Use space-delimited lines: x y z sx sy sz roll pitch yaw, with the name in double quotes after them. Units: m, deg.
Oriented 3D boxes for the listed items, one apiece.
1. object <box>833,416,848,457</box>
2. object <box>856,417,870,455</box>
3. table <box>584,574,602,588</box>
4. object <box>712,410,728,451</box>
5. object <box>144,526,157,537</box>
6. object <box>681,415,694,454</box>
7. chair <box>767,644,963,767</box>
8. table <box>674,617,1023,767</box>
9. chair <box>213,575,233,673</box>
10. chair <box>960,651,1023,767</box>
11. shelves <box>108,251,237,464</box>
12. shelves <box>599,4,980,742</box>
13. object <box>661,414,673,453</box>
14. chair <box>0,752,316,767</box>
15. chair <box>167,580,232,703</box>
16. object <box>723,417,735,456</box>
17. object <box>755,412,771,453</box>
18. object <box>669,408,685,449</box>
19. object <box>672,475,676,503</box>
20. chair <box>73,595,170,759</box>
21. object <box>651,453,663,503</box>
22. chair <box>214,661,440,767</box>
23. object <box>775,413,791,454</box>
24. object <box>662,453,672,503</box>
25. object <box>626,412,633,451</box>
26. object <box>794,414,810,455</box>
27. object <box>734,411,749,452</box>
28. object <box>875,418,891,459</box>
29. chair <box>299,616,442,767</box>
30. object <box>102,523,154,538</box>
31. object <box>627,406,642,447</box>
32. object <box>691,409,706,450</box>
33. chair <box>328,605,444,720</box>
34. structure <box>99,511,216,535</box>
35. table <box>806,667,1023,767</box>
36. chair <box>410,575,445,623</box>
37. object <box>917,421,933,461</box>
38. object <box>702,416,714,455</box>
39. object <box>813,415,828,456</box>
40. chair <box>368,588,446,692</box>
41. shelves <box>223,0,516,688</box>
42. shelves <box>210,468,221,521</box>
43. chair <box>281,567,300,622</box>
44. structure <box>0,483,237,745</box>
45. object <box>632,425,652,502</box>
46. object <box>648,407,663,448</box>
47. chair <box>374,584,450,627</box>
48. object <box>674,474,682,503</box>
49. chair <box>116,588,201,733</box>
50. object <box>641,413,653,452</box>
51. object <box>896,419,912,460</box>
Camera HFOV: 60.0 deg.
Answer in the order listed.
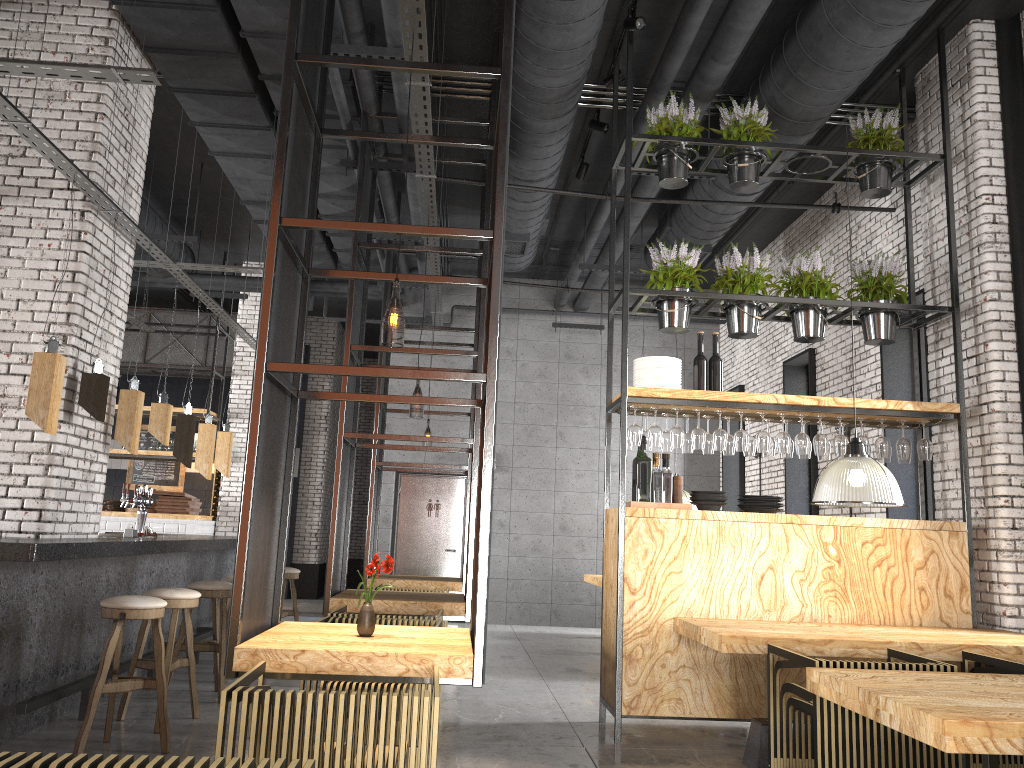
2.235 0.358 6.036 0.101 0.268 0.100 -5 -13 33 "object"
2.382 0.365 6.044 0.101 0.268 0.100 -3 -12 27 "object"
1.565 2.569 9.621 1.000 0.766 4.121 3 -10 -3 "table"
1.406 0.315 5.991 0.101 0.268 0.100 -5 -13 33 "object"
-3.012 1.227 7.396 0.091 0.091 0.177 8 -11 -28 "object"
1.240 0.355 6.264 0.101 0.268 0.100 -5 -13 33 "object"
1.637 1.659 4.201 0.657 0.733 0.636 3 -10 -3 "chair"
2.085 1.802 5.026 2.116 0.766 0.996 3 -10 -3 "table"
-2.180 1.971 7.226 0.438 0.809 0.479 5 -11 -14 "chair"
2.674 1.716 4.277 0.657 0.733 0.636 3 -10 -5 "chair"
-6.945 -0.574 12.417 5.676 3.078 0.595 3 -11 -3 "shelves"
1.876 -0.159 6.287 2.332 5.038 0.687 3 -11 -3 "shelves"
1.093 0.347 6.256 0.101 0.268 0.100 -5 -13 33 "object"
-0.734 1.095 1.501 0.657 0.733 0.636 3 -10 -4 "chair"
-2.157 1.813 6.298 0.479 0.809 0.438 13 -15 -43 "chair"
1.534 0.370 6.280 0.101 0.268 0.100 -5 -13 33 "object"
1.699 0.330 6.007 0.101 0.268 0.100 -5 -13 33 "object"
1.112 0.300 5.975 0.101 0.268 0.100 -5 -13 33 "object"
1.117 0.747 6.074 0.056 0.250 0.055 4 -11 -11 "object"
-2.092 1.563 4.825 0.480 0.809 0.438 8 -12 -29 "chair"
0.978 0.653 6.003 0.070 0.369 0.107 3 -11 -4 "object"
-0.586 1.342 2.901 0.657 0.733 0.636 3 -10 -5 "chair"
1.839 0.337 6.015 0.101 0.268 0.100 -5 -13 33 "object"
1.043 0.657 6.008 0.070 0.369 0.107 3 -11 -4 "object"
0.809 0.332 6.240 0.101 0.268 0.100 -5 -13 33 "object"
1.970 0.344 6.022 0.101 0.268 0.100 -5 -13 33 "object"
1.553 0.322 5.999 0.101 0.268 0.100 -5 -13 33 "object"
2.529 0.373 6.052 0.101 0.268 0.100 -3 -12 27 "object"
-0.730 1.640 4.673 0.657 0.733 0.636 3 -10 -1 "chair"
-2.874 1.087 6.592 0.200 0.106 0.764 3 -10 -3 "object"
0.827 0.285 5.960 0.101 0.268 0.100 -5 -13 33 "object"
1.259 0.307 5.983 0.101 0.268 0.100 -5 -13 33 "object"
-0.779 1.768 5.431 0.657 0.733 0.636 3 -10 -1 "chair"
-7.017 2.314 11.794 5.800 1.351 1.505 3 -10 -3 "structure"
2.218 1.452 2.955 2.116 0.766 0.996 3 -10 -3 "table"
-1.046 2.494 9.728 0.657 0.733 0.636 3 -10 -4 "chair"
2.823 0.388 6.069 0.101 0.268 0.100 -3 -12 27 "object"
1.387 0.362 6.272 0.101 0.268 0.100 -5 -13 33 "object"
2.097 0.351 6.029 0.101 0.268 0.100 -5 -13 33 "object"
-0.886 2.073 7.238 0.657 0.733 0.636 3 -10 -4 "chair"
-0.705 -0.501 6.770 1.003 4.383 6.125 3 -10 -3 "shelves"
-4.619 1.995 15.068 0.889 2.156 0.250 3 -11 -3 "shelves"
-2.297 2.268 8.983 0.438 0.809 0.479 10 -13 -34 "chair"
-4.632 1.477 6.925 4.310 1.539 5.855 3 -10 -3 "structure"
0.880 0.554 6.002 0.106 0.556 0.156 3 -11 -4 "object"
0.965 0.292 5.967 0.101 0.268 0.100 -5 -13 33 "object"
-0.913 2.198 7.970 0.657 0.733 0.636 3 -10 -2 "chair"
1.122 0.732 5.989 0.056 0.250 0.055 4 -11 -11 "object"
-2.137 1.663 5.421 0.480 0.809 0.437 5 -11 -14 "chair"
0.946 0.339 6.248 0.101 0.268 0.100 -5 -13 33 "object"
2.676 0.381 6.060 0.101 0.268 0.100 -3 -12 27 "object"
